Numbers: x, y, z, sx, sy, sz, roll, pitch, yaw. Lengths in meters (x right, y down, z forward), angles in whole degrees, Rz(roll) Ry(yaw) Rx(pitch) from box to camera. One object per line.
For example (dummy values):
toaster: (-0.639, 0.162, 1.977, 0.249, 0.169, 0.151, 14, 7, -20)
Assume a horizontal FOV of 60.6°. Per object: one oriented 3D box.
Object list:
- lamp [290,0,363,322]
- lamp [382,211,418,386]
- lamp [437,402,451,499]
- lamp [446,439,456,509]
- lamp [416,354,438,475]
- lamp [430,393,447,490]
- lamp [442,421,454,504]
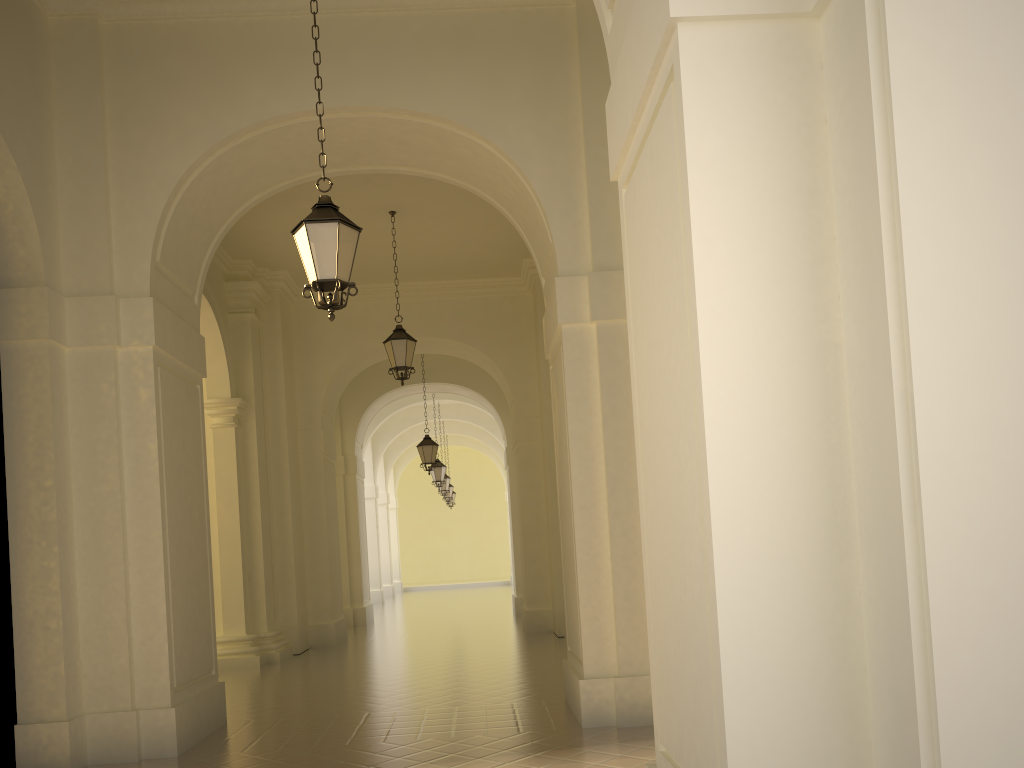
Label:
lamp: (-1.376, -2.080, 6.234, 0.441, 3.292, 0.514, -2, -2, -33)
lamp: (-1.665, -1.239, 12.727, 0.444, 2.552, 0.510, -4, -2, 27)
lamp: (-2.270, 2.038, 28.100, 0.510, 3.292, 0.444, -3, -2, -3)
lamp: (-2.582, 3.473, 35.720, 0.510, 3.292, 0.444, -3, -2, -3)
lamp: (-1.905, 0.355, 19.163, 0.441, 3.292, 0.514, -2, -2, -33)
lamp: (-2.111, 1.305, 24.207, 0.510, 3.292, 0.444, -3, -2, -3)
lamp: (-2.427, 2.758, 31.922, 0.510, 3.292, 0.444, -3, -2, -3)
